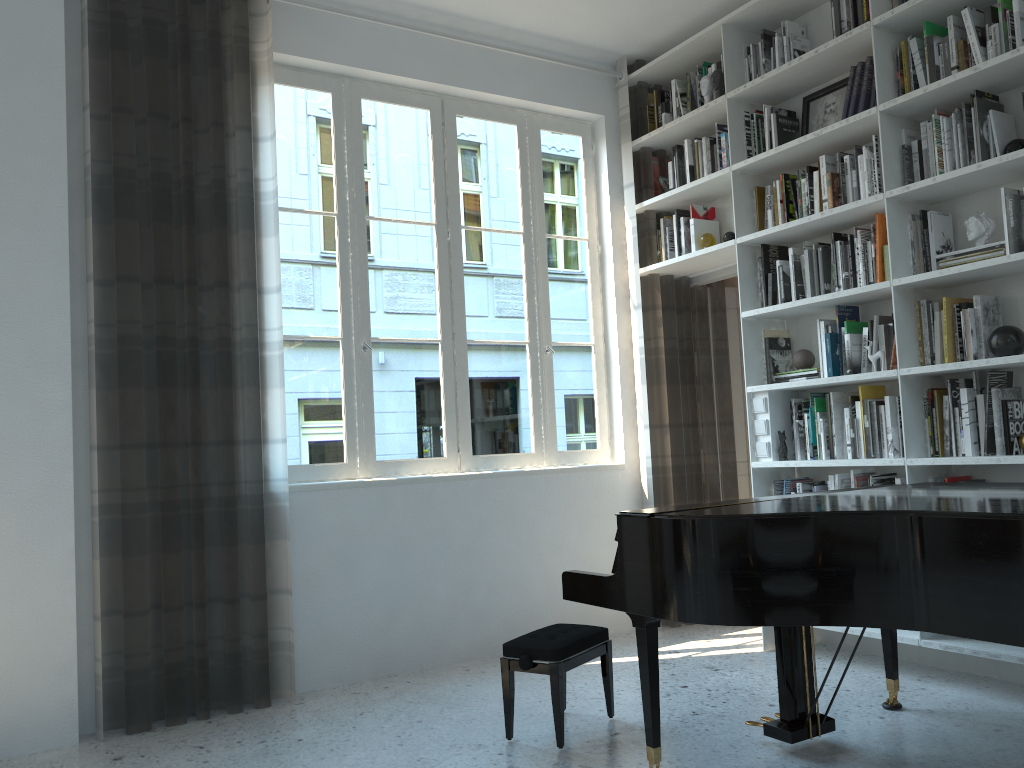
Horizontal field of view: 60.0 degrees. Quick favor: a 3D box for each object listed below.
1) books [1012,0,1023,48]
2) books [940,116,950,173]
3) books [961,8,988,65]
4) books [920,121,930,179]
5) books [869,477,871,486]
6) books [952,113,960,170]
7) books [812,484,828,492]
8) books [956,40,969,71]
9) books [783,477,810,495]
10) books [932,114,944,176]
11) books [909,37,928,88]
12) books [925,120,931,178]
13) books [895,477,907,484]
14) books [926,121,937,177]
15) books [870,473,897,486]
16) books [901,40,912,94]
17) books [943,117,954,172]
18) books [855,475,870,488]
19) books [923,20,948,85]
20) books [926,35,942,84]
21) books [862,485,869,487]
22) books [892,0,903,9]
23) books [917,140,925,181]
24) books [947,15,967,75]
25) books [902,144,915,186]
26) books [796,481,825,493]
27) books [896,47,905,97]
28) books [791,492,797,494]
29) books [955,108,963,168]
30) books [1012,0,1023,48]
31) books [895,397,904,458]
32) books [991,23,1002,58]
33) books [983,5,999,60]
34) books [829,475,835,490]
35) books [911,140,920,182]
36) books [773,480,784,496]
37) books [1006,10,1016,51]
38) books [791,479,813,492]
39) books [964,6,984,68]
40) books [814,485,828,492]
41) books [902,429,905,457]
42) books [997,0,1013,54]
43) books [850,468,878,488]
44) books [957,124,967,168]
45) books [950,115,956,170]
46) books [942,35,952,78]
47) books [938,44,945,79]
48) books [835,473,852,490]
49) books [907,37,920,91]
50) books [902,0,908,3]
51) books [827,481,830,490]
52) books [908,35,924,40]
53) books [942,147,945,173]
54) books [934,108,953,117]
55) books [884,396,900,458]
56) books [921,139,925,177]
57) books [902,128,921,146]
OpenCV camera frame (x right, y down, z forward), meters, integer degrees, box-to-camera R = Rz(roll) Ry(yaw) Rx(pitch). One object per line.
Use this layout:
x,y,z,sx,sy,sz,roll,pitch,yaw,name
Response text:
1.961,-1.321,3.347,0.191,0.226,0.021,-1,-4,-31,books
1.805,-0.945,3.595,0.189,0.263,0.009,-1,-4,-31,books
1.871,-1.334,3.499,0.178,0.285,0.075,-1,-4,-31,books
1.768,-0.944,3.691,0.151,0.279,0.026,-1,-4,-31,books
1.646,0.555,3.932,0.137,0.290,0.022,-1,-4,-31,books
1.834,-0.947,3.564,0.180,0.261,0.009,-1,-4,-31,books
1.486,0.597,4.165,0.189,0.256,0.013,-1,-4,-31,books
1.854,-1.276,3.563,0.160,0.180,0.034,-1,-4,-31,books
1.386,0.602,4.331,0.172,0.283,0.052,-1,-4,-31,books
1.791,-0.951,3.631,0.184,0.283,0.010,-1,-4,-31,books
1.757,-1.307,3.717,0.168,0.274,0.067,-1,-4,-31,books
1.774,-0.944,3.673,0.157,0.276,0.012,-1,-4,-31,books
1.717,0.545,3.829,0.130,0.287,0.025,-1,-4,-31,books
1.785,-0.938,3.658,0.177,0.262,0.024,-1,-4,-31,books
1.651,0.548,3.915,0.172,0.301,0.013,-1,-4,-31,books
1.720,-1.305,3.769,0.158,0.283,0.013,-1,-4,-31,books
1.812,-0.940,3.587,0.184,0.251,0.012,-1,-4,-31,books
1.608,0.558,3.978,0.176,0.295,0.012,-1,-4,-31,books
1.768,-1.331,3.667,0.171,0.314,0.012,-1,-4,-31,books
1.782,-1.297,3.648,0.181,0.241,0.031,-1,-4,-31,books
1.635,0.576,3.969,0.153,0.254,0.029,-1,-4,-31,books
1.689,-1.647,3.800,0.156,0.237,0.029,-1,-4,-31,books
1.768,-0.911,3.731,0.140,0.219,0.024,-1,-4,-31,books
1.828,-1.330,3.585,0.155,0.293,0.023,-1,-4,-31,books
1.722,-0.900,3.759,0.186,0.207,0.015,-1,-4,-31,books
1.441,0.601,4.250,0.171,0.266,0.029,-1,-4,-31,books
1.698,-1.290,3.776,0.174,0.256,0.023,-1,-4,-31,books
1.424,0.626,4.268,0.187,0.220,0.022,-1,-4,-31,books
1.844,-0.957,3.560,0.169,0.279,0.011,-1,-4,-31,books
1.967,-1.349,3.381,0.137,0.286,0.026,-1,-4,-31,books
1.711,0.184,3.824,0.142,0.260,0.013,-1,-4,-31,books
1.922,-1.289,3.434,0.168,0.180,0.028,-1,-4,-31,books
1.911,-1.329,3.463,0.168,0.265,0.027,-1,-4,-31,books
1.539,0.570,4.117,0.142,0.299,0.027,-1,-4,-31,books
1.754,-0.911,3.754,0.136,0.224,0.029,-1,-4,-31,books
1.362,0.608,4.353,0.189,0.277,0.011,-1,-4,-31,books
1.949,-1.308,3.388,0.173,0.208,0.010,-1,-4,-31,books
1.419,0.604,4.315,0.150,0.273,0.010,-1,-4,-31,books
1.869,-1.345,3.551,0.135,0.315,0.013,-1,-4,-31,books
1.488,0.599,4.153,0.177,0.252,0.010,-1,-4,-31,books
1.727,0.221,3.798,0.141,0.181,0.041,-1,-4,-31,books
1.929,-1.354,3.421,0.145,0.307,0.012,-1,-4,-31,books
1.594,0.544,3.985,0.170,0.325,0.014,-1,-4,-31,books
1.845,-0.923,3.545,0.181,0.209,0.011,-1,-4,-31,books
1.838,-0.946,3.590,0.169,0.261,0.010,-1,-4,-31,books
1.816,-1.290,3.605,0.157,0.218,0.029,-1,-4,-31,books
1.809,-1.279,3.631,0.153,0.201,0.024,-1,-4,-31,books
1.546,0.562,4.070,0.172,0.307,0.039,-1,-4,-31,books
1.731,-1.309,3.747,0.148,0.287,0.010,-1,-4,-31,books
1.717,-1.622,3.784,0.133,0.183,0.024,-1,-4,-31,books
1.535,0.584,4.137,0.146,0.273,0.013,-1,-4,-31,books
1.743,-1.319,3.769,0.130,0.308,0.014,-1,-4,-31,books
1.818,-0.905,3.621,0.149,0.186,0.029,-1,-4,-31,books
1.803,-0.967,3.652,0.154,0.317,0.011,-1,-4,-31,books
1.686,0.183,3.828,0.185,0.265,0.021,-1,-4,-31,books
1.765,-0.922,3.709,0.134,0.240,0.012,-1,-4,-31,books
1.728,-0.938,3.782,0.159,0.285,0.012,-1,-4,-31,books
